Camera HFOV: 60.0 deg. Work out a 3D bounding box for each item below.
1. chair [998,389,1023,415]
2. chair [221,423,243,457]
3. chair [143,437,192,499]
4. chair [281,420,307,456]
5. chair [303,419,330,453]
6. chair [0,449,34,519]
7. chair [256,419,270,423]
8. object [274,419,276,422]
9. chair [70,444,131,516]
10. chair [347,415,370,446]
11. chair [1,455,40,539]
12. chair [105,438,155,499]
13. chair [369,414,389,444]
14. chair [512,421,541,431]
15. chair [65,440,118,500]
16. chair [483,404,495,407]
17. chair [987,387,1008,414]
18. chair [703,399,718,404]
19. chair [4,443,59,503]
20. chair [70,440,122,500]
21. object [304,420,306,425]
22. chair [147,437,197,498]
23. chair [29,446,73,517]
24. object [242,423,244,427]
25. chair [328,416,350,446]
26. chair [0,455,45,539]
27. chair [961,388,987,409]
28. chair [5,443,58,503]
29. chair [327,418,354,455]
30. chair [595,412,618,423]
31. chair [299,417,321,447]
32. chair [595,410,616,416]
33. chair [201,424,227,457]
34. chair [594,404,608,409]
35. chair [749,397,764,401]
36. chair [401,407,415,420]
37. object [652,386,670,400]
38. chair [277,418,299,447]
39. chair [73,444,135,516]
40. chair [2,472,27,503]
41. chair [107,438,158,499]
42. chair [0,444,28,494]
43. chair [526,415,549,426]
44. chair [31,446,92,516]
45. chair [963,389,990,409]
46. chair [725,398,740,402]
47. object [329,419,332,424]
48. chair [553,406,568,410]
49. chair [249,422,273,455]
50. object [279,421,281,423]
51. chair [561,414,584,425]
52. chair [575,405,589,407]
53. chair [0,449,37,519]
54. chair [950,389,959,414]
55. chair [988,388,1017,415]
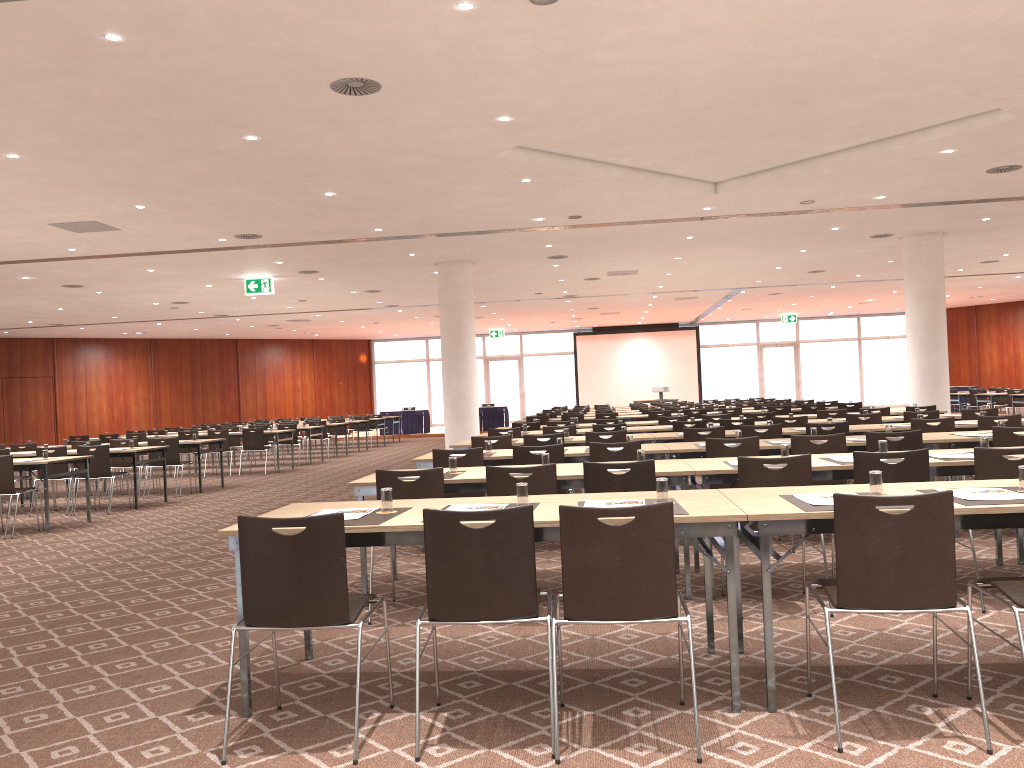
[{"bbox_3d":[12.483,0.594,22.051,0.535,0.939,0.614,-3,0,4],"label":"chair"},{"bbox_3d":[-7.525,1.516,23.884,0.536,0.939,0.613,-3,0,8],"label":"chair"},{"bbox_3d":[-5.507,1.314,14.147,0.535,0.939,0.614,-3,0,3],"label":"chair"},{"bbox_3d":[-5.871,1.442,23.862,0.535,0.939,0.614,-3,0,6],"label":"chair"},{"bbox_3d":[-5.258,1.413,23.742,0.535,0.939,0.614,-3,0,8],"label":"chair"},{"bbox_3d":[-7.038,1.361,12.288,0.535,0.939,0.614,-3,0,6],"label":"chair"},{"bbox_3d":[-7.770,1.574,27.928,0.535,0.939,0.614,-3,0,3],"label":"chair"},{"bbox_3d":[-7.067,1.101,26.484,0.054,0.114,0.054,-2,0,-28],"label":"object"},{"bbox_3d":[-5.680,1.299,12.228,0.535,0.939,0.614,-3,0,5],"label":"chair"},{"bbox_3d":[-4.815,1.438,27.718,0.535,0.939,0.614,-3,0,8],"label":"chair"},{"bbox_3d":[-5.937,1.289,10.287,0.535,0.939,0.614,-3,0,7],"label":"chair"},{"bbox_3d":[-6.171,1.345,14.286,0.535,0.939,0.614,-3,0,3],"label":"chair"},{"bbox_3d":[-4.178,1.408,27.573,0.535,0.939,0.614,-3,0,6],"label":"chair"},{"bbox_3d":[0.248,1.049,13.653,0.535,0.939,0.614,-3,0,5],"label":"chair"},{"bbox_3d":[-6.832,1.376,14.394,0.535,0.939,0.613,-3,0,8],"label":"chair"},{"bbox_3d":[-0.846,1.178,31.772,0.535,0.939,0.614,-3,0,8],"label":"chair"},{"bbox_3d":[14.106,0.566,25.910,0.535,0.939,0.614,-3,0,8],"label":"chair"},{"bbox_3d":[5.955,0.941,26.620,0.535,0.939,0.614,-3,0,4],"label":"chair"},{"bbox_3d":[-7.802,1.420,14.373,0.535,0.939,0.614,-3,0,6],"label":"chair"},{"bbox_3d":[-6.765,1.373,14.388,0.535,0.939,0.614,-3,0,5],"label":"chair"},{"bbox_3d":[-5.206,0.969,22.276,0.054,0.114,0.054,-3,0,-6],"label":"object"},{"bbox_3d":[-5.428,1.310,14.139,0.535,0.939,0.614,-3,0,5],"label":"chair"},{"bbox_3d":[-6.294,1.328,12.332,0.535,0.939,0.614,-3,0,3],"label":"chair"},{"bbox_3d":[-6.800,1.043,22.439,0.054,0.114,0.054,-2,0,-28],"label":"object"},{"bbox_3d":[-5.428,1.466,27.697,0.535,0.939,0.614,-3,0,4],"label":"chair"},{"bbox_3d":[-5.869,1.286,10.280,0.535,0.939,0.614,-3,0,5],"label":"chair"},{"bbox_3d":[13.517,0.592,25.909,0.535,0.939,0.614,-3,0,4],"label":"chair"},{"bbox_3d":[-7.800,1.420,14.373,0.535,0.939,0.614,-3,0,3],"label":"chair"},{"bbox_3d":[-4.582,1.380,23.594,0.535,0.939,0.614,-3,0,8],"label":"chair"},{"bbox_3d":[1.835,1.016,16.978,0.535,0.939,0.614,-3,0,6],"label":"chair"},{"bbox_3d":[-6.384,1.511,27.932,0.535,0.939,0.614,-3,0,4],"label":"chair"},{"bbox_3d":[2.030,1.031,19.046,0.535,0.939,0.614,-3,0,7],"label":"chair"},{"bbox_3d":[-8.145,1.547,24.087,0.535,0.939,0.614,-3,0,3],"label":"chair"},{"bbox_3d":[2.730,1.090,26.939,0.535,0.939,0.614,-3,0,3],"label":"chair"},{"bbox_3d":[7.301,0.879,26.488,0.535,0.939,0.613,-3,0,8],"label":"chair"},{"bbox_3d":[-3.729,1.311,32.057,0.535,0.939,0.614,-3,0,8],"label":"chair"},{"bbox_3d":[5.119,0.301,30.484,0.576,0.472,0.614,-3,0,6],"label":"object"},{"bbox_3d":[-7.102,1.544,27.944,0.535,0.939,0.614,-3,0,4],"label":"chair"},{"bbox_3d":[-5.636,1.297,12.224,0.535,0.939,0.613,-3,0,8],"label":"chair"},{"bbox_3d":[-8.394,1.448,14.506,0.536,0.939,0.614,-3,0,5],"label":"chair"},{"bbox_3d":[-6.121,1.343,14.281,0.535,0.939,0.614,-3,0,6],"label":"chair"},{"bbox_3d":[-8.361,1.446,14.502,0.535,0.939,0.614,-3,0,5],"label":"chair"},{"bbox_3d":[0.527,1.076,17.142,0.535,0.939,0.614,-3,0,7],"label":"chair"},{"bbox_3d":[-6.289,1.328,12.331,0.535,0.939,0.614,-3,0,5],"label":"chair"},{"bbox_3d":[12.571,0.613,23.993,0.535,0.939,0.613,-3,0,8],"label":"chair"},{"bbox_3d":[6.612,0.911,26.633,0.535,0.939,0.614,-3,0,4],"label":"chair"},{"bbox_3d":[-4.542,0.939,22.216,0.054,0.114,0.054,-3,0,-6],"label":"object"},{"bbox_3d":[1.517,1.146,27.093,0.535,0.939,0.613,-3,0,8],"label":"chair"},{"bbox_3d":[-6.808,1.484,23.895,0.535,0.939,0.614,-3,0,3],"label":"chair"},{"bbox_3d":[-5.849,0.999,22.345,0.054,0.114,0.054,-3,0,-6],"label":"object"},{"bbox_3d":[1.194,1.046,17.119,0.535,0.939,0.614,-3,0,6],"label":"chair"},{"bbox_3d":[2.162,1.117,27.072,0.535,0.939,0.614,-3,0,7],"label":"chair"},{"bbox_3d":[-7.047,1.362,12.289,0.535,0.939,0.614,-3,0,8],"label":"chair"},{"bbox_3d":[12.746,0.627,25.903,0.535,0.939,0.614,-3,0,8],"label":"chair"},{"bbox_3d":[13.256,0.582,23.985,0.535,0.939,0.614,-3,0,7],"label":"chair"}]
